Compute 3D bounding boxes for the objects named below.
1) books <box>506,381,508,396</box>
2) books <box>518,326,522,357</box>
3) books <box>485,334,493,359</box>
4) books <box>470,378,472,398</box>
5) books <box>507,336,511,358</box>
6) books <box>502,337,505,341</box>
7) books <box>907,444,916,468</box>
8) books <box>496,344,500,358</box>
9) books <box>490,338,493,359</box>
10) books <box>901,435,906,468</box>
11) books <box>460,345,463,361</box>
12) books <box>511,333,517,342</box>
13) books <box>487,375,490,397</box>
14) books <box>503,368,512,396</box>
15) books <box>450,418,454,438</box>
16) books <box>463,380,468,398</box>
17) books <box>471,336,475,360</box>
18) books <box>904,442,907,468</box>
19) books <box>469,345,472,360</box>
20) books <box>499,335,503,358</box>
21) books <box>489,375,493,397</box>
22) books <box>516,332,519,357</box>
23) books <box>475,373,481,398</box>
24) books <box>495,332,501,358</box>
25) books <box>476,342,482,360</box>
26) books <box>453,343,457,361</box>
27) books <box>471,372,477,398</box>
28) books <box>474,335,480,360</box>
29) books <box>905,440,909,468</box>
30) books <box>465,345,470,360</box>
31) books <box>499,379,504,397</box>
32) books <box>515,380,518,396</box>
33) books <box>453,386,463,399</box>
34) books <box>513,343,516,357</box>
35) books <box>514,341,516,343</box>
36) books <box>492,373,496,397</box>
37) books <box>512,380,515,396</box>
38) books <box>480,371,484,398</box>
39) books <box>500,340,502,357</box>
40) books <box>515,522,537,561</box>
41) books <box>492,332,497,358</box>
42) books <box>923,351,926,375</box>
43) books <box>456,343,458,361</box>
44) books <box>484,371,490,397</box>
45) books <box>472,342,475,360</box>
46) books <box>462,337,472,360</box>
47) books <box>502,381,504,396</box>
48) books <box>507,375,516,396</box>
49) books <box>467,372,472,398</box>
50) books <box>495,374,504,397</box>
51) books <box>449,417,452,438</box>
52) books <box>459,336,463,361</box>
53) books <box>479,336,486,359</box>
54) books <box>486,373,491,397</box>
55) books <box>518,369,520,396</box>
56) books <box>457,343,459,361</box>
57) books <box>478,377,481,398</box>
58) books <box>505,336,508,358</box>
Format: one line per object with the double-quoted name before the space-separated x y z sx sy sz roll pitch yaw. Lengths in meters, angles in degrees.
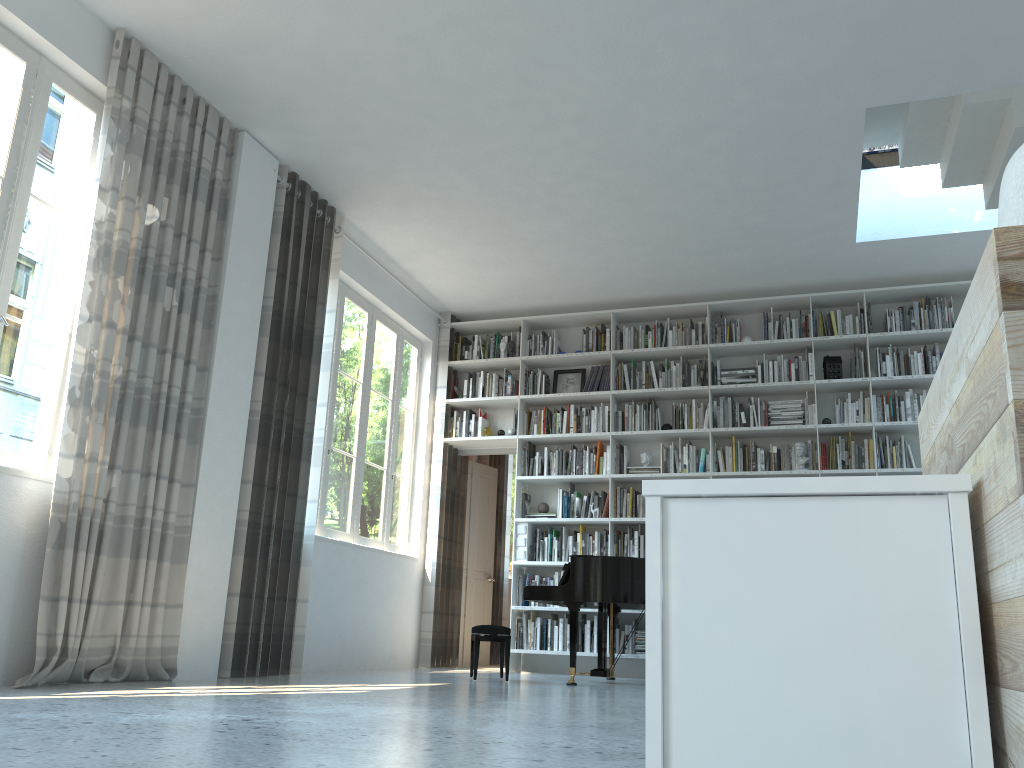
"books" -0.018 0.084 8.243 0.031 0.182 0.151 -3 -16 19
"books" 0.095 -0.352 8.315 0.014 0.336 0.168 -3 -16 19
"books" -0.207 -0.310 8.408 0.039 0.282 0.182 -3 -16 19
"books" -0.355 0.076 8.346 0.023 0.227 0.172 -3 -16 19
"books" -0.008 -0.309 8.340 0.027 0.258 0.147 -3 -16 19
"books" -0.055 -0.300 8.347 0.025 0.243 0.168 -3 -16 19
"books" 3.128 0.593 6.951 0.051 0.209 0.177 -3 -16 19
"books" -0.109 -0.268 8.365 0.024 0.187 0.160 -3 -16 19
"books" -0.169 -0.294 8.410 0.030 0.257 0.130 -3 -16 19
"books" 3.086 0.563 6.996 0.013 0.286 0.159 -3 -16 19
"books" -0.451 -0.255 8.475 0.024 0.194 0.167 -3 -16 19
"books" 0.016 -0.322 8.349 0.013 0.291 0.155 -3 -16 19
"books" -0.191 0.057 8.295 0.012 0.248 0.192 -3 -16 19
"books" -0.041 0.023 8.252 0.012 0.302 0.189 -3 -16 19
"books" -0.537 0.442 8.310 0.013 0.221 0.163 -3 -16 19
"books" -0.412 0.088 8.376 0.034 0.217 0.166 -3 -16 19
"books" -0.352 -0.300 8.458 0.010 0.280 0.161 -3 -16 19
"books" 3.111 0.567 7.032 0.011 0.299 0.089 -3 -16 19
"books" -0.368 -0.254 8.468 0.031 0.195 0.145 -3 -16 19
"books" -0.088 -0.310 8.377 0.013 0.274 0.159 -3 -16 19
"books" -0.175 0.059 8.289 0.021 0.243 0.174 -3 -16 19
"books" 0.078 -0.325 8.319 0.022 0.285 0.175 -3 -16 19
"books" -0.303 0.050 8.355 0.028 0.287 0.133 -3 -16 19
"books" -0.128 -0.325 8.400 0.029 0.313 0.129 -3 -16 19
"books" -0.289 -0.271 8.415 0.030 0.205 0.176 -3 -16 19
"books" -0.528 -0.263 8.499 0.014 0.218 0.189 -3 -16 19
"books" -0.334 0.048 8.342 0.023 0.281 0.186 -3 -16 19
"books" -0.312 -0.304 8.443 0.028 0.282 0.190 -3 -16 19
"books" 3.109 0.580 6.992 0.007 0.253 0.161 -3 -16 19
"books" -0.404 -0.254 8.454 0.028 0.186 0.182 -3 -16 19
"books" -0.084 0.074 8.270 0.028 0.211 0.139 -3 -16 19
"books" 0.061 0.075 8.209 0.026 0.187 0.154 -3 -16 19
"books" -0.483 0.115 8.405 0.121 0.175 0.130 -3 -16 19
"books" 0.053 -0.275 8.314 0.028 0.184 0.168 -3 -16 19
"books" 0.030 -0.282 8.328 0.023 0.204 0.146 -3 -16 19
"books" -0.143 0.049 8.279 0.025 0.260 0.167 -3 -16 19
"books" 0.040 0.076 8.232 0.029 0.195 0.146 -3 -16 19
"books" -0.256 0.040 8.311 0.021 0.285 0.179 -3 -16 19
"books" -0.073 -0.287 8.364 0.021 0.225 0.157 -3 -16 19
"books" 0.125 1.396 7.764 0.106 0.339 0.308 -3 -16 19
"books" -0.152 -0.322 8.396 0.014 0.303 0.146 -3 -16 19
"books" 3.313 -0.140 7.145 0.010 0.271 0.120 -3 -16 19
"books" -0.503 -0.263 8.514 0.024 0.227 0.130 -3 -16 19
"books" -0.223 0.041 8.321 0.037 0.291 0.156 -3 -16 19
"books" -0.334 -0.273 8.453 0.024 0.226 0.158 -3 -16 19
"books" -0.428 -0.293 8.472 0.025 0.268 0.177 -3 -16 19
"books" -0.055 0.082 8.267 0.029 0.197 0.144 -3 -16 19
"books" 0.004 0.054 8.220 0.029 0.228 0.192 -3 -16 19
"books" -0.388 0.049 8.381 0.011 0.295 0.163 -3 -16 19
"books" -0.117 0.052 8.268 0.030 0.250 0.166 -3 -16 19
"books" -0.550 0.440 8.315 0.013 0.227 0.179 -3 -16 19
"books" -0.468 -0.298 8.490 0.014 0.285 0.175 -3 -16 19
"books" -0.258 -0.302 8.406 0.057 0.262 0.191 -3 -16 19
"books" -0.202 0.049 8.302 0.013 0.268 0.162 -3 -16 19
"books" 0.096 0.023 8.214 0.014 0.293 0.173 -3 -16 19
"books" -0.484 -0.264 8.497 0.023 0.222 0.151 -3 -16 19
"books" -0.280 0.072 8.339 0.024 0.238 0.156 -3 -16 19
"books" -0.030 -0.304 8.350 0.021 0.252 0.179 -3 -16 19
